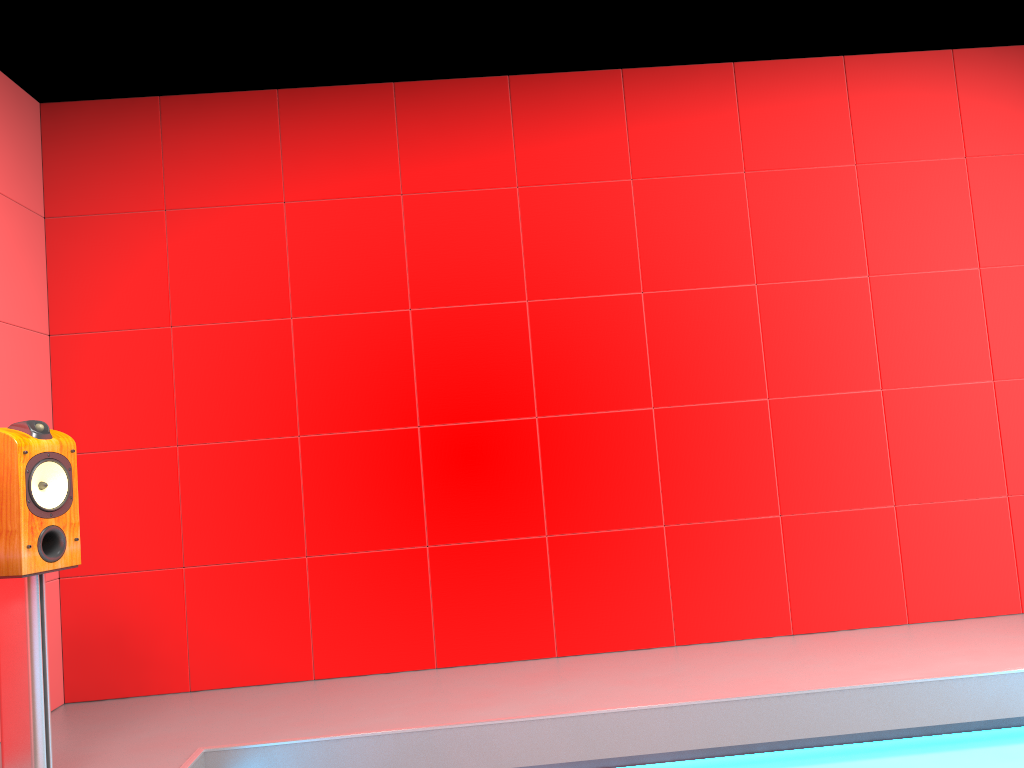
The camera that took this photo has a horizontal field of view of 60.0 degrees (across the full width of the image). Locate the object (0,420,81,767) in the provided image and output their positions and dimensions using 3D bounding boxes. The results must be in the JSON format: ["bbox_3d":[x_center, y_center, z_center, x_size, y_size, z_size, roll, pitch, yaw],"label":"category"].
[{"bbox_3d":[-1.351,0.632,2.444,0.265,1.058,0.231,-6,-5,17],"label":"object"}]
